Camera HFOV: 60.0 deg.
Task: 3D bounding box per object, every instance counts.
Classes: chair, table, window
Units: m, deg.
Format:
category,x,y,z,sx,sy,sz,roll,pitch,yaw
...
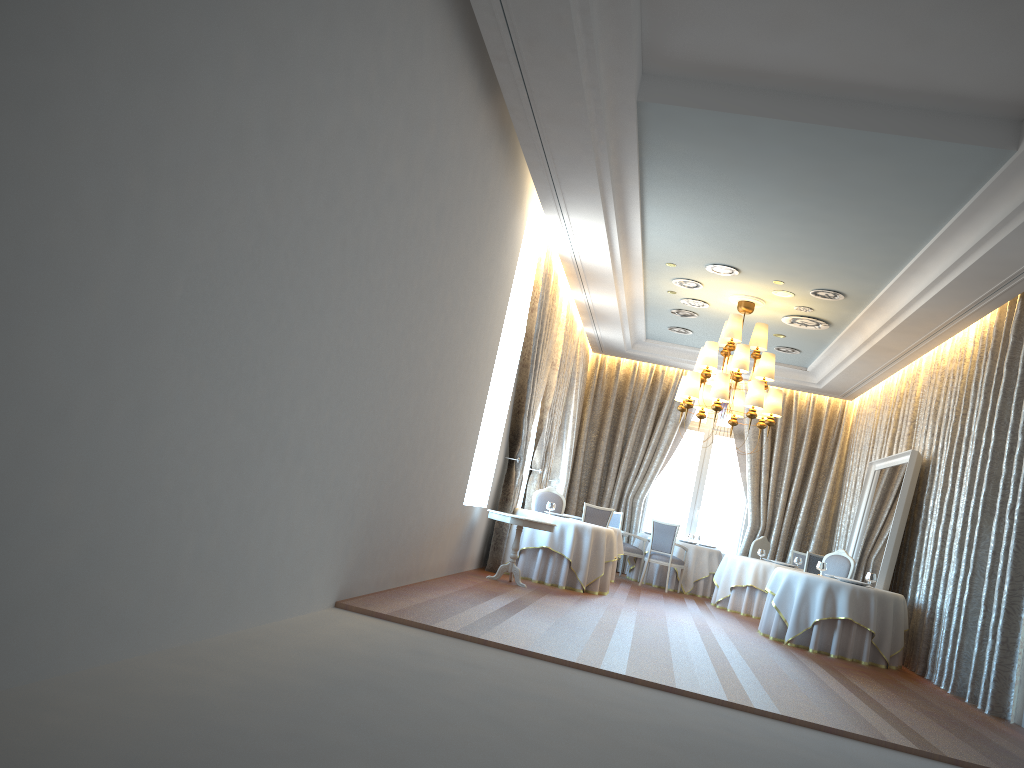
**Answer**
category,x,y,z,sx,sy,sz,roll,pitch,yaw
chair,0.530,2.081,12.597,0.563,1.233,0.690,14,-7,-14
table,0.553,2.205,11.743,1.663,0.890,1.667,13,-7,-1
chair,4.156,2.961,12.750,0.650,1.108,0.629,15,-7,-19
chair,3.922,3.153,15.140,0.563,1.233,0.690,18,-9,-39
table,3.973,3.212,13.728,1.663,0.890,1.667,9,-8,24
window,3.736,1.518,17.262,1.881,3.306,0.196,11,-7,11
chair,4.757,3.353,14.801,0.650,1.108,0.629,8,-8,30
chair,2.514,2.843,14.692,0.650,1.108,0.629,9,-8,25
table,2.909,3.234,15.766,1.667,0.890,1.663,9,-8,29
table,0.965,2.621,14.316,1.667,0.890,1.663,12,-7,4
chair,1.091,2.345,13.248,0.650,1.108,0.629,14,-7,-14
chair,1.945,2.824,15.539,0.629,1.108,0.650,16,-8,-24
chair,4.007,2.724,11.593,0.690,1.233,0.563,16,-8,-29
table,3.867,2.802,10.668,1.663,0.890,1.667,13,-7,-1
table,0.038,1.937,10.270,0.761,0.801,0.760,18,-9,-40

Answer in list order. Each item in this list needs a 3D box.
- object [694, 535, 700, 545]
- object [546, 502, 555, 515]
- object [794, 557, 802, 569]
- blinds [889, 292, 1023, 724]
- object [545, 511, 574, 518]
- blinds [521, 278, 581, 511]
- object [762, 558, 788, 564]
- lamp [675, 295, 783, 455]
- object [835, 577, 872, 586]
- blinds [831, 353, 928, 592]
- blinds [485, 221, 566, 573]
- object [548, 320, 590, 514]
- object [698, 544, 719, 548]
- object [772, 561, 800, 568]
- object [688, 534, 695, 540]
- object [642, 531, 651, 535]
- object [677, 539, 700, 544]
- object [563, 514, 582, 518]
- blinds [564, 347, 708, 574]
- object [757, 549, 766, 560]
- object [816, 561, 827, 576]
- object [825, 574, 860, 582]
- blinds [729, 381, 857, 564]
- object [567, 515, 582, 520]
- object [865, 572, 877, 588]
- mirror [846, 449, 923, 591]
category,x,y,z,sx,sy,sz,roll,pitch,yaw
object,3.347,2.826,16.081,0.128,0.165,0.128,11,-7,11
object,0.517,1.676,11.933,0.128,0.165,0.128,13,-7,-7
object,4.387,2.744,13.611,0.128,0.165,0.128,11,-7,11
blinds,5.097,0.927,10.057,0.238,4.819,4.439,11,-7,11
object,0.649,1.806,12.211,0.419,0.036,0.419,11,-7,9
blinds,0.672,0.485,14.172,0.335,4.969,2.257,11,-7,11
object,4.217,2.847,14.197,0.419,0.036,0.419,11,-7,9
lamp,3.048,-0.147,12.214,1.373,2.121,1.373,19,-9,-42
object,3.952,2.293,10.277,0.419,0.036,0.419,11,-7,9
blinds,5.768,1.614,14.322,0.238,4.819,4.439,11,-7,11
blinds,0.272,0.093,11.778,0.315,4.930,2.204,11,-7,11
object,1.058,0.885,16.290,0.386,4.901,2.121,11,-7,11
object,3.474,2.882,15.775,0.419,0.036,0.419,11,-7,9
object,4.128,2.725,13.391,0.419,0.036,0.419,11,-7,9
object,3.167,2.737,15.687,0.128,0.165,0.128,11,-7,11
object,2.510,2.668,15.770,0.419,0.036,0.419,11,-7,9
object,3.053,2.738,15.374,0.419,0.036,0.419,11,-7,9
object,0.997,2.215,14.834,0.419,0.036,0.419,11,-7,9
blinds,2.236,1.204,17.129,2.535,4.901,0.386,11,-7,11
object,3.959,2.709,14.083,0.128,0.165,0.128,11,-7,11
object,3.841,2.296,11.014,0.128,0.165,0.128,6,-9,40
object,4.135,2.440,11.117,0.419,0.036,0.419,11,-7,9
blinds,5.009,1.751,16.599,2.476,4.901,0.386,11,-7,11
object,1.054,2.110,13.909,0.419,0.036,0.419,11,-7,9
object,4.235,2.314,10.469,0.128,0.165,0.128,11,-7,11
mirror,4.899,2.235,12.101,0.385,2.564,2.251,11,-7,11
